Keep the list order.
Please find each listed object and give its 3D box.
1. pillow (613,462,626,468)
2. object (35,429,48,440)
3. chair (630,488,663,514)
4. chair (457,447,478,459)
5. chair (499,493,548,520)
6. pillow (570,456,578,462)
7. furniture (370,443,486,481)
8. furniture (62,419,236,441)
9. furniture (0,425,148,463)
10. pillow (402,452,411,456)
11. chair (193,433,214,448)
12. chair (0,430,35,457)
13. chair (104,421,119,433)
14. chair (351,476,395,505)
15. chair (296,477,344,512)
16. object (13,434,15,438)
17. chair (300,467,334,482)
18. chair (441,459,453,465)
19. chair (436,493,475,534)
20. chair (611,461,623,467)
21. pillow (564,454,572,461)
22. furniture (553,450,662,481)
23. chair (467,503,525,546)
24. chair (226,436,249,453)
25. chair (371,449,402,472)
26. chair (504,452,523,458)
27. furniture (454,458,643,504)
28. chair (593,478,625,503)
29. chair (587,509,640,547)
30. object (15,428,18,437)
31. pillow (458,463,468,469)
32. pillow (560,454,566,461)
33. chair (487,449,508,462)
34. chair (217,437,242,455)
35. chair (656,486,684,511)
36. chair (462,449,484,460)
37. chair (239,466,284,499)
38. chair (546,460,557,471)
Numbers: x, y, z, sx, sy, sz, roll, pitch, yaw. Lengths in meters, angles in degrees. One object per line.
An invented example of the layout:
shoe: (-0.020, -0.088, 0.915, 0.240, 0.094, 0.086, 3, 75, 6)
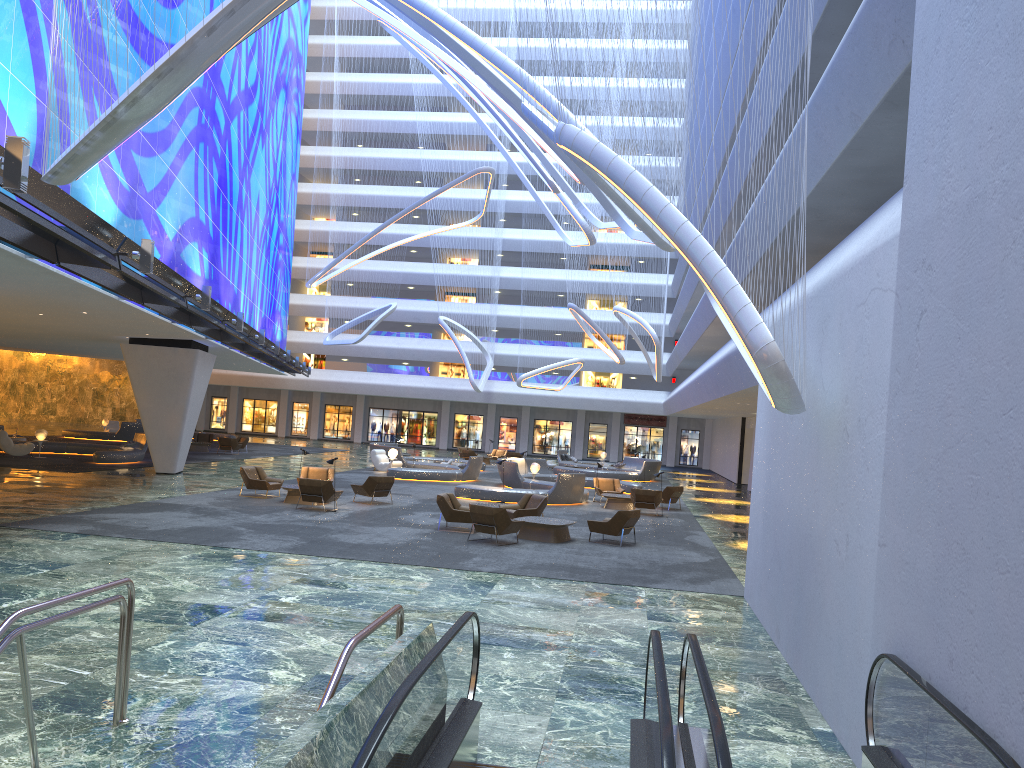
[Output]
pillow: (5.480, 4.120, 45.113, 0.693, 0.262, 0.877, 5, -2, -30)
object: (-16.318, 1.756, 30.727, 0.318, 0.387, 0.367, 4, -1, 15)
chair: (3.890, 3.415, 25.712, 0.929, 0.766, 0.940, 4, -2, 14)
chair: (-2.475, 3.861, 48.369, 0.931, 0.766, 0.938, 5, -2, -39)
chair: (0.280, 2.958, 20.624, 0.940, 0.766, 0.929, 5, -2, -31)
pillow: (3.317, 4.144, 49.019, 0.873, 0.280, 0.685, 2, -3, 45)
furniture: (-3.747, 3.193, 37.160, 5.185, 0.969, 9.933, 4, -2, 0)
furniture: (-19.713, 2.503, 48.302, 5.181, 0.969, 9.941, 3, -2, 25)
furniture: (-17.866, 2.007, 32.490, 9.918, 0.969, 5.193, 3, -2, 25)
pillow: (-4.982, 3.287, 41.215, 0.444, 0.207, 0.444, 5, -2, -31)
chair: (-14.714, 2.751, 42.246, 0.930, 0.766, 0.938, 5, -2, -19)
chair: (-17.252, 2.059, 30.757, 1.158, 0.882, 0.728, 5, -2, -38)
chair: (-21.446, 2.432, 47.681, 0.730, 0.882, 1.156, 5, -2, -38)
chair: (-3.663, 2.794, 23.539, 0.938, 0.766, 0.931, 3, -2, 41)
chair: (-4.637, 2.632, 21.198, 0.929, 0.766, 0.940, 4, -2, 14)
object: (-19.452, 2.031, 34.621, 0.151, 0.118, 0.071, 3, -2, 43)
chair: (-5.393, 2.708, 24.463, 0.930, 0.766, 0.939, 4, -1, -9)
chair: (-3.441, 3.583, 39.723, 1.786, 0.501, 0.585, 5, -2, -28)
chair: (-1.141, 2.804, 19.272, 0.938, 0.766, 0.930, 4, -1, 10)
chair: (5.799, 4.371, 46.434, 0.938, 0.766, 0.931, 3, -2, 41)
pillow: (3.080, 4.025, 48.759, 0.315, 0.386, 0.786, 4, -2, 23)
furniture: (4.820, 4.128, 45.435, 5.184, 0.969, 9.935, 4, -2, 4)
chair: (-0.357, 2.799, 17.744, 0.928, 0.766, 0.940, 3, -2, 35)
chair: (-13.023, 2.860, 41.967, 0.940, 0.766, 0.928, 5, -2, -44)
chair: (-5.077, 3.124, 35.868, 1.156, 0.882, 0.730, 3, -1, 27)
chair: (0.094, 3.986, 46.927, 0.930, 0.766, 0.939, 4, -2, -14)
furniture: (1.025, 3.280, 30.779, 5.181, 0.969, 9.941, 3, -2, 25)
chair: (3.134, 3.491, 28.977, 0.930, 0.766, 0.939, 4, -1, -9)
chair: (2.187, 3.027, 18.955, 0.938, 0.766, 0.931, 3, -2, 32)
object: (-19.453, 1.918, 34.775, 0.076, 0.355, 0.066, 4, 0, 0)
pillow: (-1.633, 3.185, 34.226, 0.692, 0.262, 0.878, 3, -2, 16)
pillow: (2.868, 4.034, 48.753, 0.295, 0.368, 0.770, 4, -2, 21)
chair: (-0.790, 3.993, 48.681, 0.928, 0.766, 0.940, 3, -2, 26)
chair: (-12.786, 2.800, 40.016, 0.929, 0.766, 0.939, 4, -1, 6)
chair: (4.864, 3.577, 28.053, 0.938, 0.766, 0.931, 3, -2, 41)
chair: (-2.048, 3.781, 45.577, 0.940, 0.766, 0.928, 5, -2, -41)
chair: (-6.590, 2.574, 23.234, 0.938, 0.766, 0.930, 4, -2, 16)
chair: (2.047, 4.207, 45.665, 0.586, 0.501, 0.491, 3, -2, 42)
